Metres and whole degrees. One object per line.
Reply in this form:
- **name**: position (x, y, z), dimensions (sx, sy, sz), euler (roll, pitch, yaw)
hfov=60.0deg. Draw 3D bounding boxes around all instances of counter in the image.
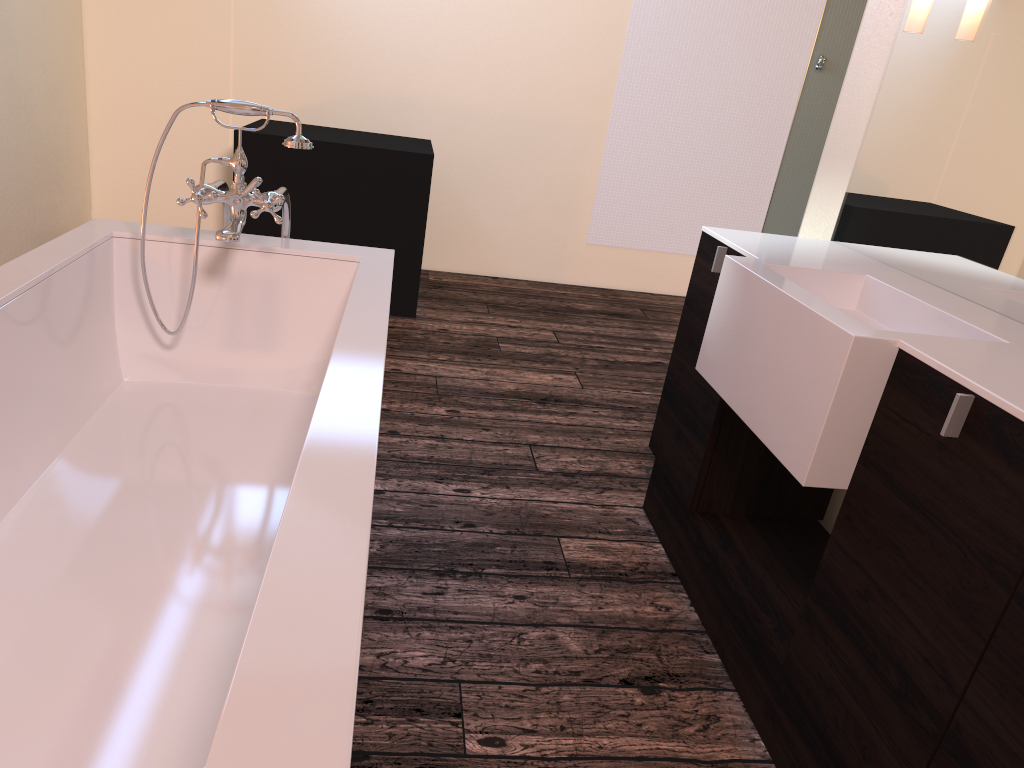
- **counter**: position (0.714, 0.036, 1.550), dimensions (0.442, 0.300, 1.829), euler (5, 21, -9)

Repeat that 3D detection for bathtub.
- **bathtub**: position (-0.657, 0.274, 1.564), dimensions (0.799, 0.703, 2.184), euler (5, 22, -9)

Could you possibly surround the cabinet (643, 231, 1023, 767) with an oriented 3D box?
- **cabinet**: position (0.696, 0.341, 1.683), dimensions (0.386, 0.936, 1.829), euler (5, 22, -9)

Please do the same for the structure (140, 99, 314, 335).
- **structure**: position (-0.705, -0.249, 2.361), dimensions (0.384, 1.136, 0.546), euler (11, 23, 5)

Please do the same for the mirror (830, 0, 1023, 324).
- **mirror**: position (1.156, -0.677, 0.557), dimensions (0.011, 1.869, 3.188), euler (5, 22, -8)

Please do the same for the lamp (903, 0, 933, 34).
- **lamp**: position (0.937, -1.035, 1.902), dimensions (0.083, 0.370, 0.129), euler (5, 23, -9)

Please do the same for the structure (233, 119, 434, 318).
- **structure**: position (-0.877, -0.930, 4.431), dimensions (0.870, 0.873, 0.789), euler (5, 22, -9)
